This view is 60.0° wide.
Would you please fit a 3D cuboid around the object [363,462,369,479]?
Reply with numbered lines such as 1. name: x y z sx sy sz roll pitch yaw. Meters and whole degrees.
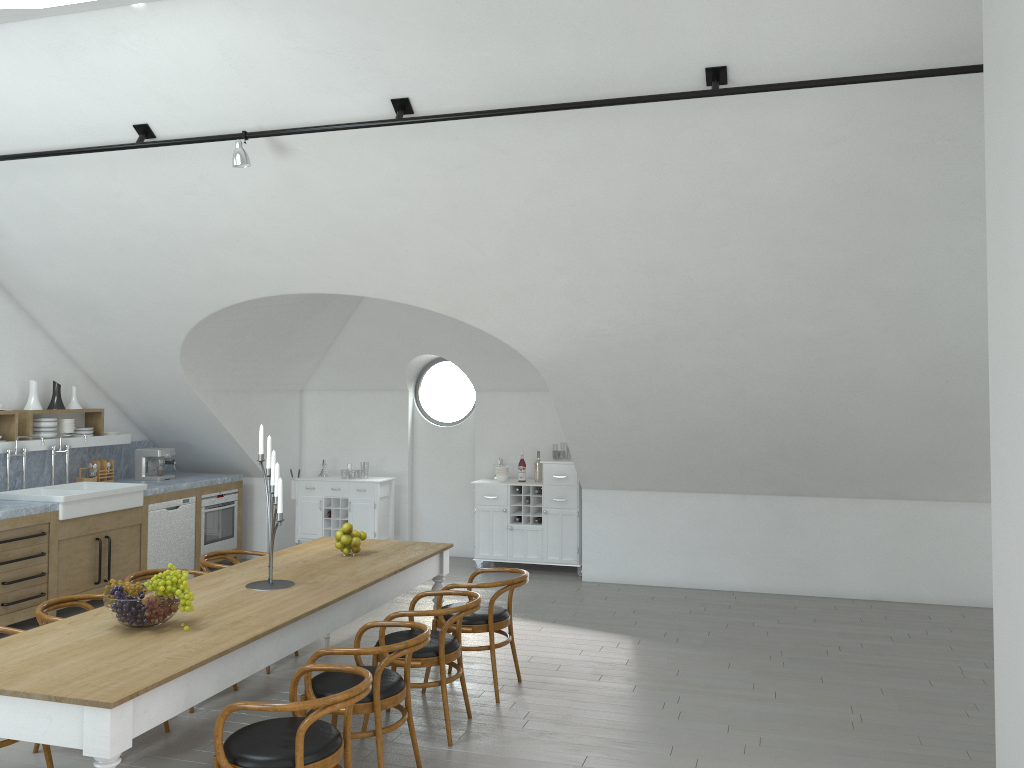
1. object: -1.611 0.955 9.794 0.063 0.187 0.063 0 -2 2

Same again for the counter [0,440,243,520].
1. counter: -4.281 0.705 6.775 0.961 0.620 6.570 0 -1 17

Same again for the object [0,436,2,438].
1. object: -4.424 0.470 7.587 0.098 0.049 0.098 0 -1 14

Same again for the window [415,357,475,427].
1. window: -0.737 0.088 10.237 0.900 0.901 0.060 0 -2 17

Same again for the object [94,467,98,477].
1. object: -4.027 0.878 8.560 0.044 0.179 0.019 0 -2 1

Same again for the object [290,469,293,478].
1. object: -2.440 1.083 9.912 0.088 0.269 0.029 1 -2 -10

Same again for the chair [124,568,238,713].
1. chair: -2.069 1.546 5.456 0.621 0.736 0.527 0 -2 20

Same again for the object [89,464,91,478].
1. object: -4.058 0.868 8.536 0.019 0.196 0.022 0 -2 5

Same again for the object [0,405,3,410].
1. object: -4.421 0.202 7.604 0.098 0.049 0.098 0 -1 14

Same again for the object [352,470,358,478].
1. object: -1.732 1.002 9.847 0.094 0.093 0.093 0 -1 4

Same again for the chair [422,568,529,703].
1. chair: -0.200 1.553 5.599 0.621 0.736 0.527 0 -2 19

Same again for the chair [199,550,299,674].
1. chair: -1.853 1.553 6.145 0.621 0.736 0.527 0 -2 13

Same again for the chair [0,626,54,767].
1. chair: -2.485 1.532 4.065 0.621 0.736 0.527 0 -2 17

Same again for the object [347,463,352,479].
1. object: -1.800 0.964 9.816 0.048 0.169 0.048 0 -2 4

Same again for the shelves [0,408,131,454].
1. shelves: -4.637 -0.103 6.383 0.480 1.363 5.545 0 -1 11

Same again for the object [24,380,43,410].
1. object: -4.306 0.100 7.980 0.156 0.268 0.156 0 -2 5

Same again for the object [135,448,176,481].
1. object: -3.597 0.821 9.080 0.386 0.321 0.324 0 -1 17

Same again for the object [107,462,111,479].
1. object: -3.985 0.867 8.752 0.040 0.192 0.042 1 -2 -23

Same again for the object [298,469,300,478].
1. object: -2.387 1.083 9.896 0.088 0.269 0.029 -2 -3 43

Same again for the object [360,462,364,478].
1. object: -1.656 0.959 9.839 0.054 0.179 0.054 0 -2 -6

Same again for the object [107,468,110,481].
1. object: -3.989 0.870 8.768 0.020 0.196 0.018 -2 -3 39

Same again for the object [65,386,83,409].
1. object: -4.173 0.129 8.447 0.156 0.219 0.156 0 -2 -2

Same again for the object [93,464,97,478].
1. object: -4.023 0.865 8.547 0.040 0.192 0.042 2 -3 -37

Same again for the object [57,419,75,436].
1. object: -4.167 0.405 8.288 0.154 0.160 0.157 -1 -2 45

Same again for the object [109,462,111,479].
1. object: -3.991 0.870 8.778 0.019 0.196 0.022 -1 -2 18

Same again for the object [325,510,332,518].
1. object: -1.976 1.431 9.765 0.082 0.085 0.317 0 -1 17

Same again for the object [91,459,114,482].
1. object: -4.032 0.859 8.731 0.104 0.223 0.200 0 -2 17

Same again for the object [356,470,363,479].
1. object: -1.680 0.999 9.772 0.071 0.099 0.071 -1 -2 40

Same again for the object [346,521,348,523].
1. object: -1.775 1.534 9.739 0.082 0.083 0.316 0 -1 16

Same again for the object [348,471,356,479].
1. object: -1.763 1.005 9.760 0.077 0.085 0.077 0 -1 4

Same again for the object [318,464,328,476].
1. object: -2.152 0.984 10.084 0.101 0.138 0.067 0 -2 17

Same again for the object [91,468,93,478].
1. object: -4.042 0.877 8.525 0.019 0.179 0.044 1 -2 -18

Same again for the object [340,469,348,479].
1. object: -1.848 0.995 9.748 0.082 0.105 0.081 -1 -2 30

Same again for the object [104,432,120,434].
1. object: -4.031 0.495 8.864 0.213 0.025 0.213 0 -1 4

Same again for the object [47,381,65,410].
1. object: -4.228 0.102 8.231 0.156 0.268 0.156 -1 -2 21

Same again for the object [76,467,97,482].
1. object: -4.085 0.882 8.514 0.100 0.171 0.173 0 -2 18

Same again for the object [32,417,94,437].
1. object: -4.191 0.408 8.294 0.198 0.196 0.656 0 -1 16

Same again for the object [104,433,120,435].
1. object: -4.031 0.503 8.863 0.213 0.025 0.213 0 -1 4

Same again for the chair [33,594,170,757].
1. chair: -2.220 1.539 4.742 0.621 0.736 0.527 0 -2 13

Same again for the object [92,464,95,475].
1. object: -4.041 0.868 8.551 0.023 0.196 0.018 0 -2 12

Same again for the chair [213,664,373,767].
1. chair: -0.865 1.532 3.527 0.621 0.736 0.527 0 -2 20

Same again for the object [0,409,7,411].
1. object: -4.421 0.225 7.603 0.164 0.012 0.163 0 -1 34

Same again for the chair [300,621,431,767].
1. chair: -0.696 1.539 4.235 0.621 0.736 0.527 0 -2 17

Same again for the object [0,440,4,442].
1. object: -4.424 0.493 7.587 0.164 0.012 0.163 0 -1 34

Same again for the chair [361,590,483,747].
1. chair: -0.473 1.546 4.927 0.621 0.736 0.527 0 -2 12
